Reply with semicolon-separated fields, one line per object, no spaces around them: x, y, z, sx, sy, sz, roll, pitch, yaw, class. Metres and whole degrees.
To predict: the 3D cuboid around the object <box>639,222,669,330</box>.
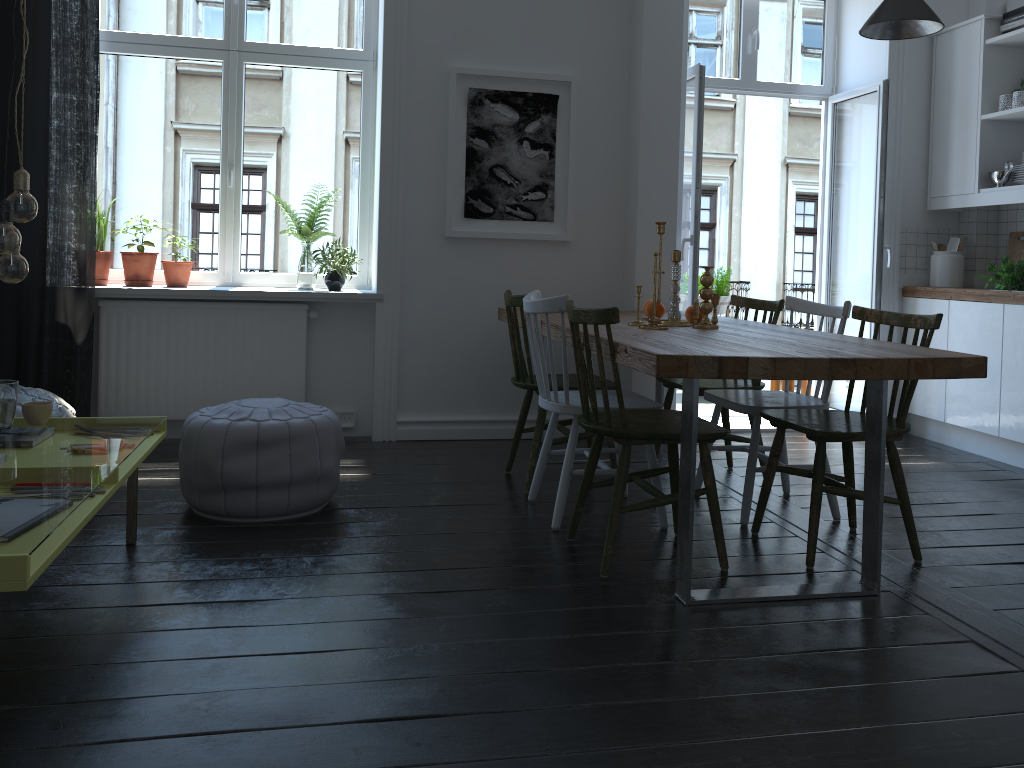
0.546;-0.413;3.359;0.113;0.409;0.114;3;2;40;object

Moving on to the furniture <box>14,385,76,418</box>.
-2.154;0.203;3.597;0.679;0.380;0.685;0;6;-12;furniture

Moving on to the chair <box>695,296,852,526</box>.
1.064;0.073;3.524;0.509;0.839;0.469;1;3;-12;chair

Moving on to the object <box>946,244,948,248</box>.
2.567;-0.692;5.140;0.033;0.249;0.119;1;2;-12;object

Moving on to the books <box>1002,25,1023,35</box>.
2.821;-1.864;4.635;0.259;0.044;0.354;0;8;-10;books

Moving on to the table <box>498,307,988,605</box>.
0.643;0.121;3.536;1.017;0.712;2.247;0;7;-12;table

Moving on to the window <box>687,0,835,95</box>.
1.485;-2.167;5.474;1.179;0.656;0.106;0;2;-12;window

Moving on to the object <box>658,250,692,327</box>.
0.665;-0.390;3.586;0.141;0.310;0.140;3;3;30;object

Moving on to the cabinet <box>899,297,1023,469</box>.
2.763;0.107;3.729;0.729;0.808;3.212;1;7;-4;cabinet

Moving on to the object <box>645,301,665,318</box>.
0.647;-0.332;3.975;0.091;0.088;0.084;3;4;14;object

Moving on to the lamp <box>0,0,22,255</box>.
-1.209;-1.059;2.130;0.074;1.492;0.086;3;1;39;lamp

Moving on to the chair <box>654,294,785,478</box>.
0.929;0.013;3.988;0.485;0.824;0.470;1;3;-13;chair

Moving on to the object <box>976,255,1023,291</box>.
2.629;-0.511;4.507;0.284;0.306;0.472;-2;7;-39;object

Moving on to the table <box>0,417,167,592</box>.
-1.310;0.407;2.201;0.600;0.397;1.413;0;7;-12;table

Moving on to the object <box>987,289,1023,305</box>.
2.696;-0.418;4.494;0.353;0.111;0.375;0;7;-12;object

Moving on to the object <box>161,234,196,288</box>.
-1.737;-0.644;4.604;0.195;0.277;0.177;-2;5;-45;object

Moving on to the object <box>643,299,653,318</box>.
0.648;-0.345;4.059;0.083;0.089;0.088;0;5;-22;object

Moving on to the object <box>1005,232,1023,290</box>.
2.871;-0.693;4.957;0.041;0.329;0.221;1;3;-12;object

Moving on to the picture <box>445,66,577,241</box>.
-0.006;-1.220;4.710;0.687;0.885;0.083;1;1;-12;picture

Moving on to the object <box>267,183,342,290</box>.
-1.103;-0.793;4.775;0.394;0.564;0.328;5;4;42;object

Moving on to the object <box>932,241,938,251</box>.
2.496;-0.702;5.156;0.149;0.262;0.054;0;2;-37;object

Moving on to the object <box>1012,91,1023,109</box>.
2.685;-1.485;4.623;0.083;0.100;0.109;0;5;-23;object

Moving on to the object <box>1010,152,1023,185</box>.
2.808;-1.130;4.650;0.305;0.194;0.303;1;6;-11;object

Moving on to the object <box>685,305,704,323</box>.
0.786;-0.298;3.778;0.084;0.083;0.090;2;5;1;object

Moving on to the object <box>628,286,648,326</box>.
0.504;-0.312;3.509;0.080;0.160;0.080;3;3;35;object

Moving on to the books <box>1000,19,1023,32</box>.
2.811;-1.903;4.644;0.259;0.030;0.331;0;8;-14;books

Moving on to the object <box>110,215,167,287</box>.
-1.937;-0.693;4.580;0.258;0.369;0.236;2;3;0;object

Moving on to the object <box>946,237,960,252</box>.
2.542;-0.712;5.128;0.141;0.289;0.065;0;2;-38;object

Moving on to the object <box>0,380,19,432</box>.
-1.538;0.066;2.645;0.098;0.145;0.098;4;4;39;object

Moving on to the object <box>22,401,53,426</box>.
-1.481;0.094;2.748;0.087;0.066;0.087;3;6;16;object

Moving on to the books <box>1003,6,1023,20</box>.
2.820;-1.968;4.645;0.259;0.038;0.328;0;8;-10;books

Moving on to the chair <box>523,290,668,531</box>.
0.285;0.074;3.351;0.509;0.839;0.469;1;3;-12;chair

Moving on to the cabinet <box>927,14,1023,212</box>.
2.823;-0.623;3.397;0.779;2.357;3.823;1;6;-8;cabinet

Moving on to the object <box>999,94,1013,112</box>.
2.675;-1.502;4.747;0.108;0.100;0.083;-3;6;-43;object

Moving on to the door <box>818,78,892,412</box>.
2.056;-0.782;5.340;0.105;2.019;0.588;1;2;-18;door

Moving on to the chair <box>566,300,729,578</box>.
0.419;0.150;2.888;0.485;0.824;0.470;1;3;-13;chair

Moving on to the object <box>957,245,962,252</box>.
2.577;-0.687;5.107;0.051;0.246;0.114;3;3;43;object

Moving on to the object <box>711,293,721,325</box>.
0.819;-0.296;3.554;0.049;0.138;0.049;1;2;-12;object

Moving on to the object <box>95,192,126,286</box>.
-2.140;-0.759;4.542;0.300;0.497;0.335;0;4;-29;object

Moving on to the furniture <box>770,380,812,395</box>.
2.102;-0.071;6.475;0.400;0.372;0.929;1;7;-12;furniture

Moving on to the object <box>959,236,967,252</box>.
2.577;-0.708;5.098;0.056;0.295;0.131;1;2;-33;object

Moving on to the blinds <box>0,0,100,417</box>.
-2.346;-1.183;4.065;0.804;2.964;0.112;1;1;-13;blinds

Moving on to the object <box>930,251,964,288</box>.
2.531;-0.666;5.125;0.174;0.207;0.175;1;4;-7;object

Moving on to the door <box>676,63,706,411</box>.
0.950;-0.782;5.107;0.105;2.019;0.588;2;2;-6;door

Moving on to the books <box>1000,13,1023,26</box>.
2.826;-1.932;4.635;0.287;0.030;0.354;0;8;-12;books

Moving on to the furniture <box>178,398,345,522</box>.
-0.954;0.275;3.386;0.614;0.417;0.615;0;6;-18;furniture

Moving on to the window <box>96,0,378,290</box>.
-1.541;-1.528;4.854;1.567;1.981;0.107;1;1;-12;window

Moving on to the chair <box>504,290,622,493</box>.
0.200;0.013;3.836;0.485;0.825;0.470;1;3;-13;chair

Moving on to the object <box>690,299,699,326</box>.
0.767;-0.301;3.671;0.102;0.113;0.103;0;5;-26;object

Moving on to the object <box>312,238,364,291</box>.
-0.934;-0.643;4.699;0.284;0.293;0.287;1;4;-8;object

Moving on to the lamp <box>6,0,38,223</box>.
-1.209;-1.150;2.194;0.074;1.492;0.074;2;1;35;lamp

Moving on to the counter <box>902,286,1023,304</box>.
2.717;-0.325;3.716;0.846;0.073;3.128;0;8;-12;counter

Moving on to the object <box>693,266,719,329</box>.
0.767;-0.341;3.474;0.100;0.247;0.101;2;2;12;object

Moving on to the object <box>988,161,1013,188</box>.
2.617;-1.114;4.708;0.102;0.134;0.211;2;6;0;object

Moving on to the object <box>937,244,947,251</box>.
2.520;-0.696;5.154;0.061;0.250;0.117;2;2;18;object

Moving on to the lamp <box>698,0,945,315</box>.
1.711;-1.600;5.453;0.492;2.498;2.722;1;5;-12;lamp

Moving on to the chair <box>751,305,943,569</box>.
1.148;0.150;3.040;0.485;0.825;0.470;1;3;-13;chair

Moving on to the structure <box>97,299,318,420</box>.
-1.532;-0.104;4.464;1.064;0.626;0.073;0;1;-12;structure

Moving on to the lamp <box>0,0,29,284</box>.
-1.245;-1.001;2.227;0.089;1.492;0.074;2;1;12;lamp

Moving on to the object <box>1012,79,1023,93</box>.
2.845;-1.581;4.715;0.163;0.253;0.350;0;6;-22;object
